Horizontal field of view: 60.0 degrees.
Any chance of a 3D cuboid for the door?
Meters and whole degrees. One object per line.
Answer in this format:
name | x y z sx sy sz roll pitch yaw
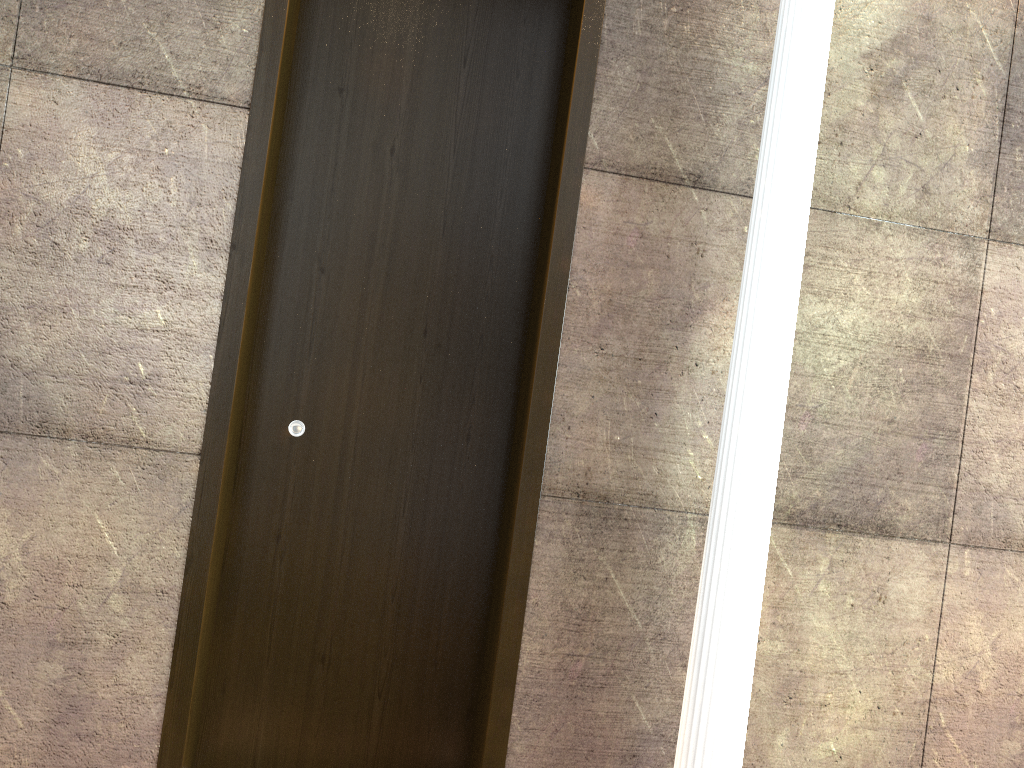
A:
door | -0.386 -0.129 2.862 1.000 2.814 0.510 8 -1 -9
